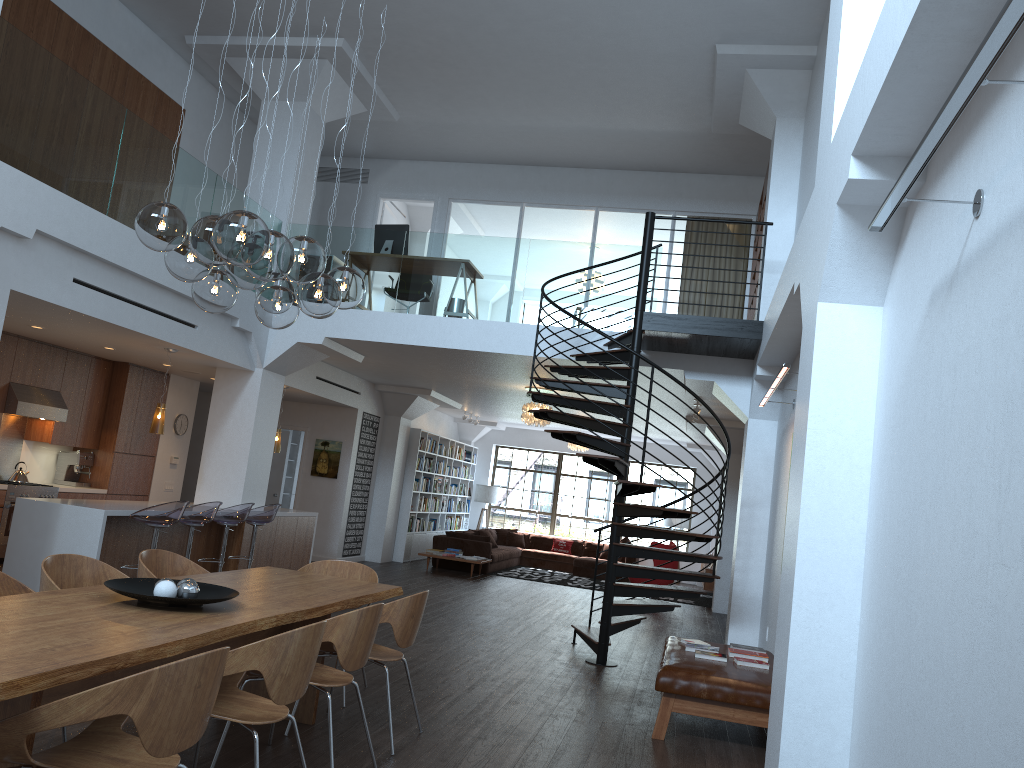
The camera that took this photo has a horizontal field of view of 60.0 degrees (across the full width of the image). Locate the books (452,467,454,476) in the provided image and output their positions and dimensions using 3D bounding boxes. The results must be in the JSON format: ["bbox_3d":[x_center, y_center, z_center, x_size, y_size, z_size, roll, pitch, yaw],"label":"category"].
[{"bbox_3d":[-1.308,1.851,18.733,0.139,0.191,0.036,6,-7,12],"label":"books"}]

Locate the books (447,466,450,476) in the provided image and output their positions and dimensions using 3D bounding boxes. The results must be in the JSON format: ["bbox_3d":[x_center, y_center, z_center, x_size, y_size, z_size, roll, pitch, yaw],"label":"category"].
[{"bbox_3d":[-1.376,1.800,18.392,0.139,0.191,0.036,6,-7,12],"label":"books"}]

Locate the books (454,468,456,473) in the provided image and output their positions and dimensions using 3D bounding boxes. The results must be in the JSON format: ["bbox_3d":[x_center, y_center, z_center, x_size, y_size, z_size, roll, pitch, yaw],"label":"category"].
[{"bbox_3d":[-1.270,1.891,18.959,0.128,0.178,0.022,6,-7,12],"label":"books"}]

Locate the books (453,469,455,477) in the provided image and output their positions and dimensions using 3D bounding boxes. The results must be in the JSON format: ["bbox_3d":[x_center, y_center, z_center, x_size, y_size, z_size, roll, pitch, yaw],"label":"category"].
[{"bbox_3d":[-1.277,1.880,18.832,0.107,0.167,0.017,6,-7,12],"label":"books"}]

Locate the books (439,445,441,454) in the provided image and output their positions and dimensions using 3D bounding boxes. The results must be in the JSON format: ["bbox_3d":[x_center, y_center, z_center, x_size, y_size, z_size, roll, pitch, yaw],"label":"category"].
[{"bbox_3d":[-1.497,1.300,17.582,0.146,0.202,0.027,6,-7,12],"label":"books"}]

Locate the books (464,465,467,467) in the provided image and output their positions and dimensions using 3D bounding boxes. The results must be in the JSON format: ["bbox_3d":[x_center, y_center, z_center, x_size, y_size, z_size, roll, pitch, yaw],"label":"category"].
[{"bbox_3d":[-1.107,1.953,19.742,0.176,0.290,0.036,6,-7,12],"label":"books"}]

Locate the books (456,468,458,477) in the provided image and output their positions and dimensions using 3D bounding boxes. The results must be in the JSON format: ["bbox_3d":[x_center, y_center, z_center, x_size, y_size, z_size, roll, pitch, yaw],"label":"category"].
[{"bbox_3d":[-1.242,1.901,19.083,0.136,0.196,0.045,6,-7,12],"label":"books"}]

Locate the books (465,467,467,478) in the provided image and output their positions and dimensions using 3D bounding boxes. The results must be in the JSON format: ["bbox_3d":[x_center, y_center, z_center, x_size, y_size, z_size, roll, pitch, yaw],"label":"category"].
[{"bbox_3d":[-1.107,1.967,19.704,0.183,0.253,0.034,6,-7,12],"label":"books"}]

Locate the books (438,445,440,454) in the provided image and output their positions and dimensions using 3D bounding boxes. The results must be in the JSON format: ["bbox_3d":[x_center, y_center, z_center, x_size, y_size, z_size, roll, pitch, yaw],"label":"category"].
[{"bbox_3d":[-1.512,1.296,17.524,0.139,0.191,0.036,6,-7,12],"label":"books"}]

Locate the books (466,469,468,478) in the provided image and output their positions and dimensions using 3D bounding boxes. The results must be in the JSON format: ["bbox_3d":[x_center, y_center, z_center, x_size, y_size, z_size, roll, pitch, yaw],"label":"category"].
[{"bbox_3d":[-1.085,2.003,19.850,0.161,0.223,0.027,6,-7,12],"label":"books"}]

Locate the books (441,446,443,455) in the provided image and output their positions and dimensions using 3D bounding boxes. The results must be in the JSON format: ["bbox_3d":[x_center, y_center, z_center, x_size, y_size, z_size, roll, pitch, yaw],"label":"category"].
[{"bbox_3d":[-1.466,1.318,17.796,0.158,0.226,0.052,6,-7,12],"label":"books"}]

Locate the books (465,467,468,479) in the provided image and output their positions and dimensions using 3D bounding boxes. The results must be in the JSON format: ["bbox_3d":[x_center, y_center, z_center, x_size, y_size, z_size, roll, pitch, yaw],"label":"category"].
[{"bbox_3d":[-1.098,1.975,19.787,0.180,0.259,0.060,6,-7,12],"label":"books"}]

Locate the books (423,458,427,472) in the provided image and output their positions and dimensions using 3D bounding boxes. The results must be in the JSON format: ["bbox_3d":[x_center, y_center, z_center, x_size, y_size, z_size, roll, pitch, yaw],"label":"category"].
[{"bbox_3d":[-1.713,1.520,16.750,0.183,0.253,0.042,6,-7,12],"label":"books"}]

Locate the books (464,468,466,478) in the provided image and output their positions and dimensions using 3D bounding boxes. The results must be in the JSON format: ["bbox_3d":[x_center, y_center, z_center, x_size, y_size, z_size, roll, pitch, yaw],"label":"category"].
[{"bbox_3d":[-1.126,1.967,19.668,0.174,0.240,0.045,6,-7,12],"label":"books"}]

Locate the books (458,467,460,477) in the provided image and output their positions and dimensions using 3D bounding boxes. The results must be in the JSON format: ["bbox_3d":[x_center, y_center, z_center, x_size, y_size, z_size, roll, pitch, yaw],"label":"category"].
[{"bbox_3d":[-1.220,1.904,19.212,0.158,0.226,0.052,6,-7,12],"label":"books"}]

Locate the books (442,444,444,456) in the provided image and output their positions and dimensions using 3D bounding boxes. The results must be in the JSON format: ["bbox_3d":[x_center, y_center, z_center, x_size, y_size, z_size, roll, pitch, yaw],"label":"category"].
[{"bbox_3d":[-1.453,1.323,17.842,0.140,0.231,0.042,6,-7,12],"label":"books"}]

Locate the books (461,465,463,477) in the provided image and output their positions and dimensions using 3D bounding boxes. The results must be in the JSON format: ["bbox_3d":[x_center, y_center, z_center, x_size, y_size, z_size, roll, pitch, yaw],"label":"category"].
[{"bbox_3d":[-1.187,1.899,19.371,0.198,0.284,0.066,6,-7,12],"label":"books"}]

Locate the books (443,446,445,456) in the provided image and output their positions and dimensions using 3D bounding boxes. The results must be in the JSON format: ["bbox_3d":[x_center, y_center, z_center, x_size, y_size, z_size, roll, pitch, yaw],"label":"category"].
[{"bbox_3d":[-1.438,1.353,17.919,0.136,0.196,0.045,6,-7,12],"label":"books"}]

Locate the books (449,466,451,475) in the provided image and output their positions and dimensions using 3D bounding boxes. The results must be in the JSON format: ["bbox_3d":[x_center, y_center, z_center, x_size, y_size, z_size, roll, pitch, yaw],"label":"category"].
[{"bbox_3d":[-1.360,1.804,18.450,0.146,0.202,0.027,6,-7,12],"label":"books"}]

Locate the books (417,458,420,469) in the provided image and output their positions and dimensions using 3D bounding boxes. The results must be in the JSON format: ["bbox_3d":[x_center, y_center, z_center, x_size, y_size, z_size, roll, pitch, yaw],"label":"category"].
[{"bbox_3d":[-1.790,1.464,16.295,0.152,0.232,0.104,6,-7,12],"label":"books"}]

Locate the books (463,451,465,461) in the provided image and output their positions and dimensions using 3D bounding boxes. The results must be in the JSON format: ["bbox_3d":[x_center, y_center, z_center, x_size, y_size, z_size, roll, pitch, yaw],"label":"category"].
[{"bbox_3d":[-1.124,1.571,19.466,0.161,0.223,0.032,6,-7,12],"label":"books"}]

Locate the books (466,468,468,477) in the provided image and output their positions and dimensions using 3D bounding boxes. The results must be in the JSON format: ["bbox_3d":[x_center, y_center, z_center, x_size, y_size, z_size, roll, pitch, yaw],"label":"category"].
[{"bbox_3d":[-1.087,1.986,19.827,0.160,0.250,0.026,6,-7,12],"label":"books"}]

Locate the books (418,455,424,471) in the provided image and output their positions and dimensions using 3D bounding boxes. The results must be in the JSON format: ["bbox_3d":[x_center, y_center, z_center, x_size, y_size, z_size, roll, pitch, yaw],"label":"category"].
[{"bbox_3d":[-1.742,1.464,16.484,0.176,0.290,0.053,6,-7,12],"label":"books"}]

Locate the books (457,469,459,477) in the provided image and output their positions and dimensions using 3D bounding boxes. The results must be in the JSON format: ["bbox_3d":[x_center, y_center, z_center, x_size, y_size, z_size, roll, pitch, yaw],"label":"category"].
[{"bbox_3d":[-1.232,1.909,19.122,0.139,0.191,0.036,6,-7,12],"label":"books"}]

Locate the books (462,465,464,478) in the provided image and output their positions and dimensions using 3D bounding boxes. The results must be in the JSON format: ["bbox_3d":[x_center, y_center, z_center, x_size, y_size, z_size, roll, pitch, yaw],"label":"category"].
[{"bbox_3d":[-1.158,1.913,19.477,0.176,0.290,0.053,6,-7,12],"label":"books"}]

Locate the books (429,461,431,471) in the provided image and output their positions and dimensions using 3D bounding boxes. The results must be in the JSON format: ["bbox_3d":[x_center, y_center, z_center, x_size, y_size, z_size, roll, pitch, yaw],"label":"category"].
[{"bbox_3d":[-1.651,1.576,17.013,0.161,0.223,0.032,6,-7,12],"label":"books"}]

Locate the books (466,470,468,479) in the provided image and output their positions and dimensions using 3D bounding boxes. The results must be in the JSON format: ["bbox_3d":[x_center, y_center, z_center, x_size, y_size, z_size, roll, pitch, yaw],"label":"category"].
[{"bbox_3d":[-1.085,1.992,19.883,0.183,0.253,0.034,6,-7,12],"label":"books"}]

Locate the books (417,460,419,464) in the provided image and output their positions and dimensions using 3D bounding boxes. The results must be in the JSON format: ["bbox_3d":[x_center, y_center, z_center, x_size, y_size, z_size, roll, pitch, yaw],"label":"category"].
[{"bbox_3d":[-1.813,1.473,16.187,0.161,0.182,0.170,6,-7,12],"label":"books"}]

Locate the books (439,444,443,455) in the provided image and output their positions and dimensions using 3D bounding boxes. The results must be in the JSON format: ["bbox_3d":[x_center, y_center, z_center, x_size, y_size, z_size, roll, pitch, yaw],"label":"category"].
[{"bbox_3d":[-1.471,1.309,17.747,0.140,0.231,0.042,6,-7,12],"label":"books"}]

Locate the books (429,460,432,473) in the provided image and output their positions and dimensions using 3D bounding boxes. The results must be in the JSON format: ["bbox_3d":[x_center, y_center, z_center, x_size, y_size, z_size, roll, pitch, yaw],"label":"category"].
[{"bbox_3d":[-1.640,1.578,17.089,0.174,0.240,0.054,6,-7,12],"label":"books"}]

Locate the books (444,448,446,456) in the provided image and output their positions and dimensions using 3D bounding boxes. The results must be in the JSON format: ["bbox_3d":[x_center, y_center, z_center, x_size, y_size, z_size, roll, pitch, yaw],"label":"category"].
[{"bbox_3d":[-1.421,1.373,17.990,0.128,0.178,0.021,6,-7,12],"label":"books"}]

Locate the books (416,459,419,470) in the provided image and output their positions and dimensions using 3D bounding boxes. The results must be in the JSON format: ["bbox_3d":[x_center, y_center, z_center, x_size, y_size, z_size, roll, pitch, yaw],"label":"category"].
[{"bbox_3d":[-1.801,1.466,16.266,0.161,0.218,0.101,6,-7,12],"label":"books"}]

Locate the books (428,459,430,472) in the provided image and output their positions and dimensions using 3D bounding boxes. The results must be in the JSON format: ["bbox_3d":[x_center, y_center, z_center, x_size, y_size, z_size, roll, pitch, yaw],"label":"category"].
[{"bbox_3d":[-1.671,1.554,16.983,0.183,0.253,0.042,6,-7,12],"label":"books"}]

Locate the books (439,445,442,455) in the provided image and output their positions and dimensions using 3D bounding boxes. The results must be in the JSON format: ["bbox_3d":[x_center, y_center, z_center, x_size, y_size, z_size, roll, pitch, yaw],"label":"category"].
[{"bbox_3d":[-1.485,1.312,17.662,0.146,0.202,0.027,6,-7,12],"label":"books"}]

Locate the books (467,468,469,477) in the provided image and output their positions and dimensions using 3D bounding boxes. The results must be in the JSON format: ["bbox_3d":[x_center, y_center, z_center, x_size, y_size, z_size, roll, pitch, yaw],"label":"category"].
[{"bbox_3d":[-1.079,2.004,19.920,0.174,0.240,0.045,6,-7,12],"label":"books"}]

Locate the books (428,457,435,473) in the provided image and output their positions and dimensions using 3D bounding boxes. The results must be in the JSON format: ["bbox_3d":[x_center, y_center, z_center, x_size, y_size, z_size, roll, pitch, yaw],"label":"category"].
[{"bbox_3d":[-1.606,1.577,17.254,0.176,0.291,0.053,6,-7,12],"label":"books"}]

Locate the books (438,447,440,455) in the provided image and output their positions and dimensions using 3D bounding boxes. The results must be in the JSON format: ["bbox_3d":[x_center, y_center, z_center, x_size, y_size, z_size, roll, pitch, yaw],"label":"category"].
[{"bbox_3d":[-1.510,1.295,17.557,0.146,0.202,0.027,6,-7,12],"label":"books"}]

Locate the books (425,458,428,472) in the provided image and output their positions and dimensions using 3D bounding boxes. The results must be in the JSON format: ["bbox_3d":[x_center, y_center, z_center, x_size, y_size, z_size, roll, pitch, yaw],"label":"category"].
[{"bbox_3d":[-1.701,1.529,16.835,0.180,0.259,0.042,6,-7,12],"label":"books"}]

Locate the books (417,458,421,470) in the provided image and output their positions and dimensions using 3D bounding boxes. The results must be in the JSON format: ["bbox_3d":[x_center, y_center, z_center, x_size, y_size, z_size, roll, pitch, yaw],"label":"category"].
[{"bbox_3d":[-1.781,1.467,16.326,0.172,0.235,0.112,6,-7,12],"label":"books"}]

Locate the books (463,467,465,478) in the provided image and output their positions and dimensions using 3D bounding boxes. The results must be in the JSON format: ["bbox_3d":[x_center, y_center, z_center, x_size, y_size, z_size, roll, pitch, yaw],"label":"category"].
[{"bbox_3d":[-1.141,1.943,19.548,0.183,0.253,0.034,6,-7,12],"label":"books"}]

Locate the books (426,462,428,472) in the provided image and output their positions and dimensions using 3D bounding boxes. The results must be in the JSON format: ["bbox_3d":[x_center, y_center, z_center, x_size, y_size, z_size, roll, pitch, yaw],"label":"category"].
[{"bbox_3d":[-1.692,1.539,16.873,0.160,0.251,0.039,6,-7,12],"label":"books"}]

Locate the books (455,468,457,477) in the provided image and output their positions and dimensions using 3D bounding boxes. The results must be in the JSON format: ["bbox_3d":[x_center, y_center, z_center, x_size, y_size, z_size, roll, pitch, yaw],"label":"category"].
[{"bbox_3d":[-1.266,1.891,18.984,0.134,0.184,0.030,6,-7,12],"label":"books"}]

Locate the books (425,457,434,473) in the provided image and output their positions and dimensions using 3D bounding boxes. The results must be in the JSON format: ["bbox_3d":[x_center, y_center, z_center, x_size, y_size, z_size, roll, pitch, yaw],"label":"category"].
[{"bbox_3d":[-1.633,1.571,17.206,0.198,0.284,0.049,6,-7,12],"label":"books"}]

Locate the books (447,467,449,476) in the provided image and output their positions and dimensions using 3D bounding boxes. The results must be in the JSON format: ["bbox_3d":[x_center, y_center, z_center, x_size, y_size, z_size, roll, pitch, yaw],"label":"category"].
[{"bbox_3d":[-1.385,1.802,18.336,0.126,0.173,0.032,6,-7,12],"label":"books"}]

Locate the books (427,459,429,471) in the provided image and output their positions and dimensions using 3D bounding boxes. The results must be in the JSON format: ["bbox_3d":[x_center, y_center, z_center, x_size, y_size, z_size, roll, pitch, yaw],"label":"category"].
[{"bbox_3d":[-1.682,1.547,16.910,0.171,0.246,0.039,6,-7,12],"label":"books"}]

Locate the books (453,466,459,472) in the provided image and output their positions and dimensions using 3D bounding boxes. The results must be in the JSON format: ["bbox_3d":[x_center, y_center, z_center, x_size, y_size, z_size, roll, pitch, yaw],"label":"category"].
[{"bbox_3d":[-1.226,1.895,19.164,0.140,0.231,0.042,6,-7,12],"label":"books"}]

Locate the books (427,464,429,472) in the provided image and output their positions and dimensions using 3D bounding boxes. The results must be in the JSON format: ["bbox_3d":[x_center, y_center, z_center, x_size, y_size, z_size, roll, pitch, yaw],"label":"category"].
[{"bbox_3d":[-1.678,1.564,16.945,0.161,0.223,0.033,6,-7,12],"label":"books"}]

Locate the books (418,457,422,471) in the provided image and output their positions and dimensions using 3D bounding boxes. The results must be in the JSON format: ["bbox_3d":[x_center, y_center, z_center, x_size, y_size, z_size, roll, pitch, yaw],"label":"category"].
[{"bbox_3d":[-1.769,1.475,16.408,0.174,0.242,0.105,6,-7,12],"label":"books"}]

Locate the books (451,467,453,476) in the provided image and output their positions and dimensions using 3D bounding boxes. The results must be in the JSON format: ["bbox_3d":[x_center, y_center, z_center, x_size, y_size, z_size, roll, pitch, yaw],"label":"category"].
[{"bbox_3d":[-1.323,1.834,18.650,0.127,0.200,0.020,6,-7,12],"label":"books"}]

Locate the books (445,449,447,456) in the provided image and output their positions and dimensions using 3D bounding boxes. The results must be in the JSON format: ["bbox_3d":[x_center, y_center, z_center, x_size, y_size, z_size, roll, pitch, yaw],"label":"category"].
[{"bbox_3d":[-1.396,1.399,18.073,0.110,0.153,0.019,6,-7,12],"label":"books"}]

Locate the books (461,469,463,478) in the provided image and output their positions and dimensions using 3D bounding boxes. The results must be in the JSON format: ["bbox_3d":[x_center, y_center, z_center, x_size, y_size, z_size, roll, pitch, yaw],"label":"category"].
[{"bbox_3d":[-1.166,1.924,19.411,0.160,0.250,0.026,6,-7,12],"label":"books"}]

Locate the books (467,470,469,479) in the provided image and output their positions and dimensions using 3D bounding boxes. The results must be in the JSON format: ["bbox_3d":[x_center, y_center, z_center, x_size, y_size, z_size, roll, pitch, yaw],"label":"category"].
[{"bbox_3d":[-1.062,2.019,19.951,0.161,0.223,0.026,6,-7,12],"label":"books"}]
